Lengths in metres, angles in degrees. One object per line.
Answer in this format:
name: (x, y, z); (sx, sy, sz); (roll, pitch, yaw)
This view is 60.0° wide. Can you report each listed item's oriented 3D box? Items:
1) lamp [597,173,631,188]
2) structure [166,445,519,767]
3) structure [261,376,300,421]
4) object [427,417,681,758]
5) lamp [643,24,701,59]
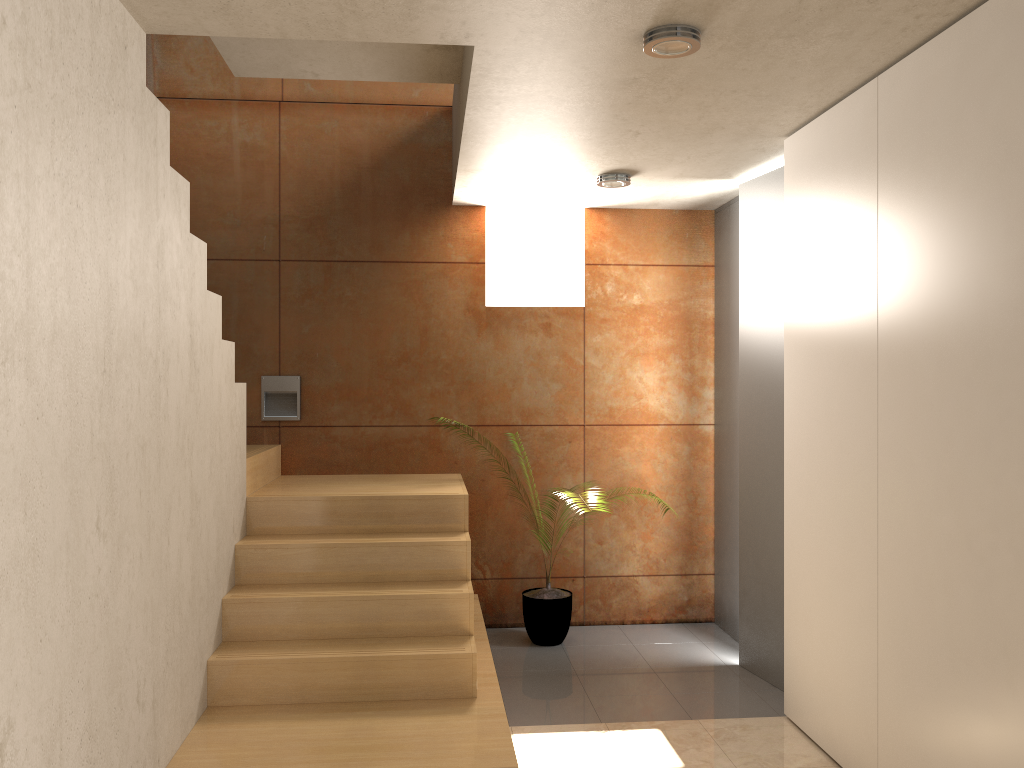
lamp: (0.523, -1.047, 4.560); (0.173, 0.044, 0.173); (0, 0, 0)
structure: (-1.063, 0.910, 4.009); (1.950, 1.110, 2.400); (0, 0, -5)
structure: (-1.353, 0.083, 5.216); (0.220, 0.260, 0.096); (0, 0, -5)
object: (0.020, 0.907, 2.404); (4.200, 1.455, 6.200); (0, 0, -5)
lamp: (0.489, -1.047, 2.712); (0.173, 0.044, 0.173); (0, 0, 30)
